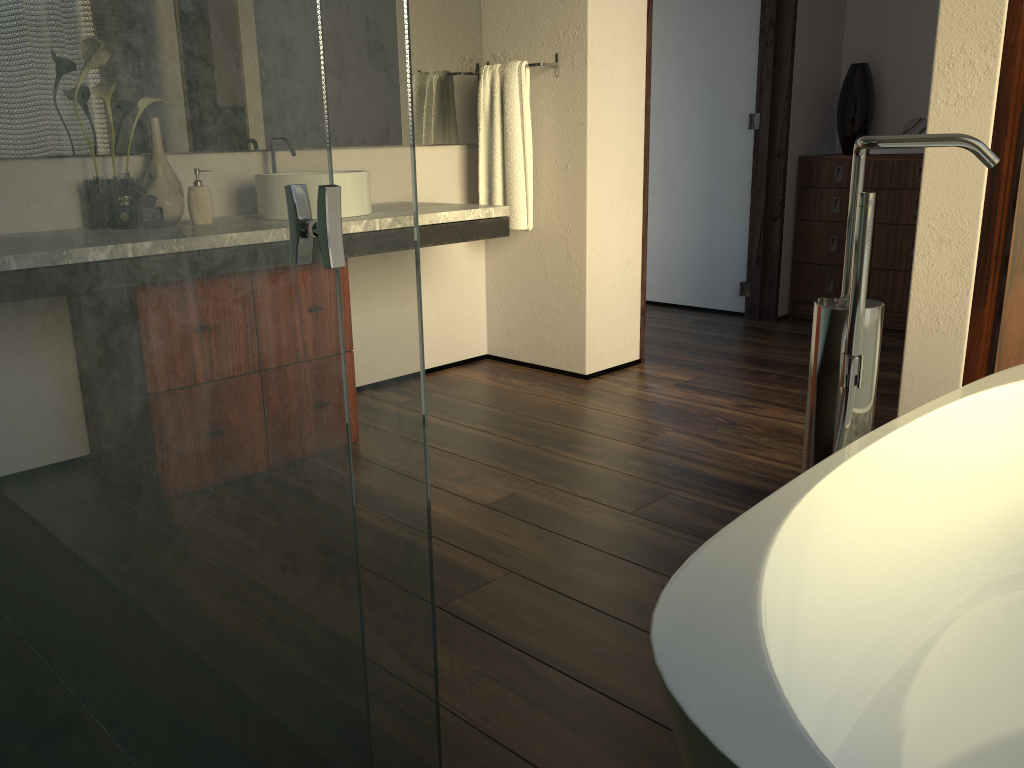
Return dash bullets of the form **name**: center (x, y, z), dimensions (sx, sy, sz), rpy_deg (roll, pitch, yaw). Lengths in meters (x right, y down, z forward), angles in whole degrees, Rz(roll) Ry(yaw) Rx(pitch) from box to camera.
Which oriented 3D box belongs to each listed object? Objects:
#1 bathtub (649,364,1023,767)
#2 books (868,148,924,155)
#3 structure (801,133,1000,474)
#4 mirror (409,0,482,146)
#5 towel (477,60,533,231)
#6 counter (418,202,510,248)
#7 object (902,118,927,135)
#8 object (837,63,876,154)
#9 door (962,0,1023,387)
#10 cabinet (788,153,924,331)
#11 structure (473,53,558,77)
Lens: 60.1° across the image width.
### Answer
- **bathtub**: center (0.808, 0.364, 1.094), dimensions (1.582, 0.485, 0.783), rpy_deg (-16, 21, -43)
- **books**: center (1.913, -1.079, 4.077), dimensions (0.505, 0.034, 0.243), rpy_deg (4, 16, 21)
- **structure**: center (0.531, 0.065, 1.426), dimensions (0.244, 0.897, 0.277), rpy_deg (-2, 15, -5)
- **mirror**: center (-1.543, -1.122, 2.112), dimensions (3.982, 1.152, 0.018), rpy_deg (-16, 21, -42)
- **towel**: center (-0.026, -0.889, 3.374), dimensions (0.158, 0.636, 0.263), rpy_deg (-9, 17, -26)
- **counter**: center (-1.004, -0.369, 2.426), dimensions (2.205, 0.101, 0.602), rpy_deg (-16, 21, -42)
- **object**: center (1.873, -1.162, 4.087), dimensions (0.134, 0.131, 0.128), rpy_deg (12, 20, 40)
- **object**: center (1.657, -1.323, 4.266), dimensions (0.167, 0.417, 0.174), rpy_deg (-10, 18, -30)
- **door**: center (1.660, -0.711, 2.152), dimensions (0.453, 1.946, 0.748), rpy_deg (-15, 21, -42)
- **cabinet**: center (1.939, -0.655, 4.102), dimensions (0.393, 0.800, 1.166), rpy_deg (-16, 21, -42)
- **structure**: center (0.005, -1.192, 3.343), dimensions (0.100, 0.088, 0.378), rpy_deg (-16, 21, -42)
